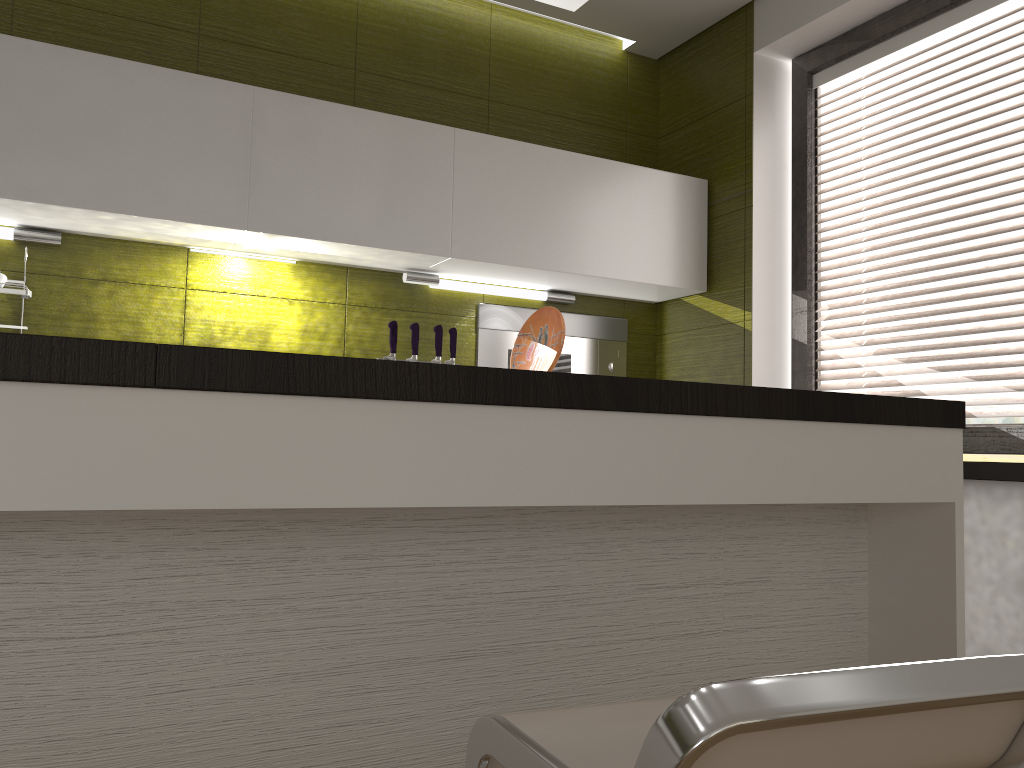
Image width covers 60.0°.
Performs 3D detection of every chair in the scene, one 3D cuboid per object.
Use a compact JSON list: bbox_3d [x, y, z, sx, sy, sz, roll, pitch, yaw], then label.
[{"bbox_3d":[0.207,0.661,0.852,0.418,0.857,0.460,3,-5,-22],"label":"chair"}]

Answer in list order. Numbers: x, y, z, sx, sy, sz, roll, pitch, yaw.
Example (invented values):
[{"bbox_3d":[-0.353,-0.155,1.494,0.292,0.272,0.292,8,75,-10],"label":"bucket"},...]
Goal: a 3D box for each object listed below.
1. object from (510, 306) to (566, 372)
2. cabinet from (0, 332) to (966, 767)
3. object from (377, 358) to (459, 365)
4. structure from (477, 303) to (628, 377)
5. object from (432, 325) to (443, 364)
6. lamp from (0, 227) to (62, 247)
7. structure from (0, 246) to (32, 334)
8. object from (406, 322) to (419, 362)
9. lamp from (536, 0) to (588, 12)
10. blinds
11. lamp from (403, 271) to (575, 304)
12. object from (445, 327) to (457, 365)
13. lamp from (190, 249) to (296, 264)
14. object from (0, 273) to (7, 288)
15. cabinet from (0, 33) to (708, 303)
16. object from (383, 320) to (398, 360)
[{"bbox_3d":[0.053,-0.077,1.864,0.055,0.178,0.184,4,-5,-31],"label":"object"},{"bbox_3d":[-0.589,0.535,1.296,2.947,1.134,0.663,4,-5,-28],"label":"cabinet"},{"bbox_3d":[-0.333,0.037,3.021,0.293,0.227,0.107,4,-5,-27],"label":"object"},{"bbox_3d":[0.166,-0.045,3.400,0.663,0.469,0.015,4,-5,-28],"label":"structure"},{"bbox_3d":[-0.257,-0.082,3.022,0.036,0.243,0.013,4,-5,-27],"label":"object"},{"bbox_3d":[-1.651,-0.447,2.460,0.715,0.041,0.041,4,-5,-28],"label":"lamp"},{"bbox_3d":[-1.499,-0.235,2.484,0.266,0.346,0.110,4,-5,-28],"label":"structure"},{"bbox_3d":[-0.336,-0.077,2.980,0.042,0.264,0.013,4,-5,-27],"label":"object"},{"bbox_3d":[-0.520,-1.215,1.452,1.677,0.683,0.326,4,-5,-28],"label":"lamp"},{"bbox_3d":[2.659,-2.700,6.816,16.000,12.704,9.030,1,-4,12],"label":"blinds"},{"bbox_3d":[-0.068,-0.350,3.256,0.716,0.041,0.095,4,-5,-28],"label":"lamp"},{"bbox_3d":[-0.212,-0.081,3.045,0.040,0.231,0.013,4,-5,-27],"label":"object"},{"bbox_3d":[-0.870,-0.416,2.886,0.334,0.008,0.008,4,-5,-28],"label":"lamp"},{"bbox_3d":[-1.463,-0.293,2.518,0.046,0.053,0.051,1,-4,4],"label":"object"},{"bbox_3d":[-0.918,0.151,2.710,3.471,2.089,0.724,4,-5,-28],"label":"cabinet"},{"bbox_3d":[-0.407,-0.044,2.941,0.046,0.339,0.013,4,-5,-27],"label":"object"}]
